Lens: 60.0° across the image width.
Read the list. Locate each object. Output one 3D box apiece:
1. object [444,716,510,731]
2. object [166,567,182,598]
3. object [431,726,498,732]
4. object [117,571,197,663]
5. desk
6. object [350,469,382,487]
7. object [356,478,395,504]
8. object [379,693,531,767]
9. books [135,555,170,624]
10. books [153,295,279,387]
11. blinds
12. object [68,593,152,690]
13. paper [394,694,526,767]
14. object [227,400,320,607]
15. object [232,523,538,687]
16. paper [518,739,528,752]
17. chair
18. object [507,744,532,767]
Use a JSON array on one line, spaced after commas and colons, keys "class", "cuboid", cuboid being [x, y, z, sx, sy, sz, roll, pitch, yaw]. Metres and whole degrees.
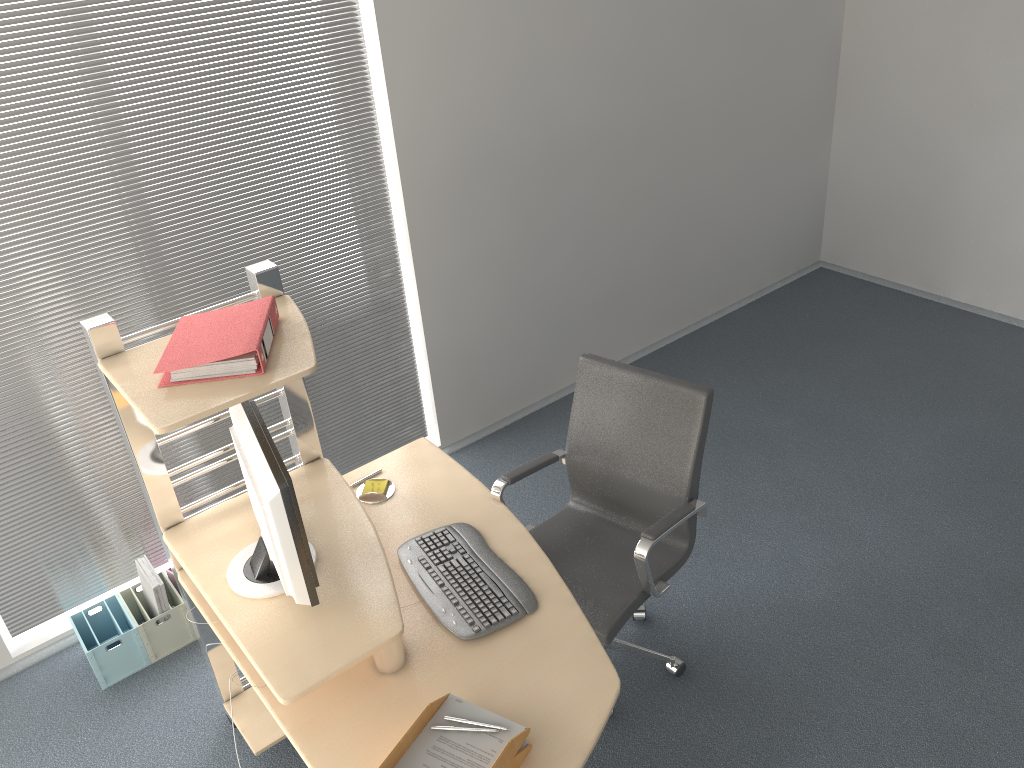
[{"class": "object", "cuboid": [-0.081, 0.784, 2.047, 0.159, 0.009, 0.008, 4, 32, 16]}, {"class": "object", "cuboid": [-1.224, 0.818, 3.600, 0.245, 0.202, 0.185, 15, 36, 31]}, {"class": "object", "cuboid": [-0.108, 0.793, 2.037, 0.159, 0.009, 0.008, -1, 31, 8]}, {"class": "object", "cuboid": [-1.384, 0.912, 3.468, 0.185, 0.202, 0.245, -25, 36, -30]}, {"class": "desk", "cuboid": [-0.252, 0.587, 2.465, 0.967, 1.566, 1.469, -26, 36, -30]}, {"class": "object", "cuboid": [-0.512, 0.328, 3.033, 0.158, 0.011, 0.011, -28, 37, -32]}, {"class": "object", "cuboid": [-0.459, 0.350, 2.972, 0.132, 0.026, 0.132, -25, 36, -30]}, {"class": "object", "cuboid": [-0.135, 0.826, 1.969, 0.225, 0.060, 0.309, 13, 35, 28]}, {"class": "books", "cuboid": [-1.378, 0.846, 3.440, 0.068, 0.306, 0.220, -25, 36, -30]}, {"class": "books", "cuboid": [-0.760, -0.118, 2.305, 0.262, 0.072, 0.320, -7, 30, -3]}, {"class": "blinds", "cuboid": [-1.302, -0.570, 3.235, 1.950, 2.770, 0.022, -26, 36, -30]}, {"class": "object", "cuboid": [-1.529, 0.980, 3.376, 0.185, 0.202, 0.245, -25, 36, -30]}, {"class": "paper", "cuboid": [-0.133, 0.840, 1.978, 0.210, 0.010, 0.297, 13, 35, 28]}, {"class": "object", "cuboid": [-0.684, 0.323, 2.359, 0.245, 0.418, 0.516, -13, 31, -12]}, {"class": "object", "cuboid": [-0.371, 0.665, 2.474, 0.814, 0.082, 0.478, -21, 34, -24]}, {"class": "paper", "cuboid": [-0.129, 0.884, 2.005, 0.210, 0.019, 0.297, 13, 35, 28]}, {"class": "chair", "cuboid": [0.290, 0.543, 2.960, 0.584, 1.048, 0.652, 18, 38, 34]}, {"class": "object", "cuboid": [-0.130, 0.874, 1.998, 0.225, 0.060, 0.309, 13, 35, 28]}]
